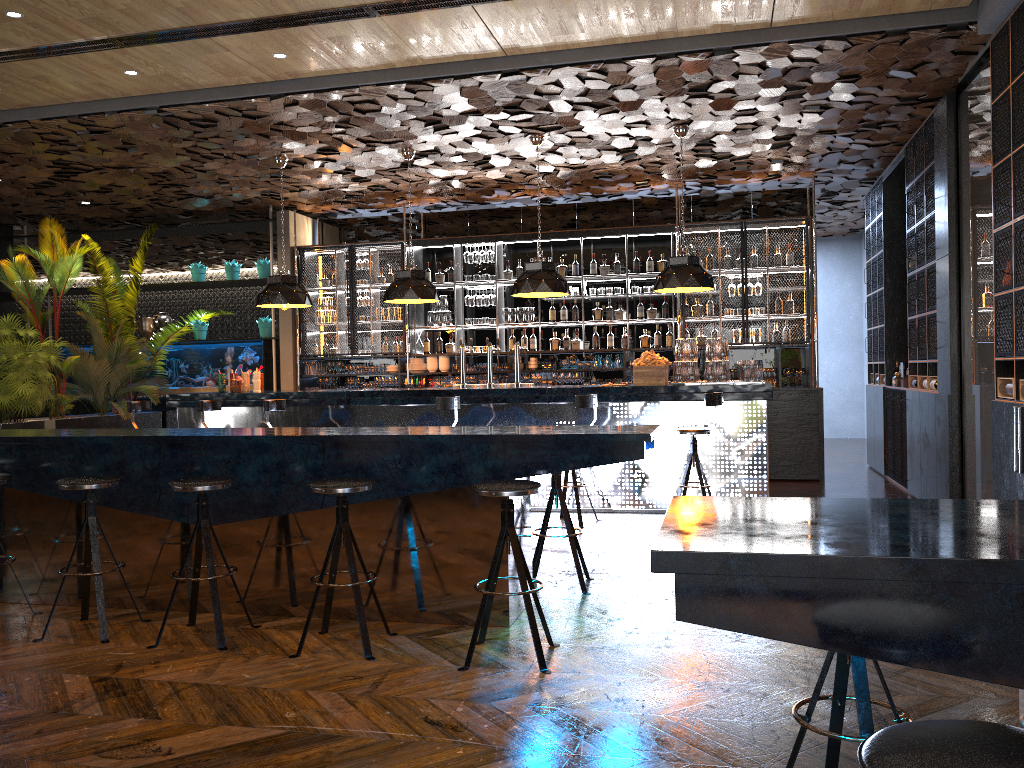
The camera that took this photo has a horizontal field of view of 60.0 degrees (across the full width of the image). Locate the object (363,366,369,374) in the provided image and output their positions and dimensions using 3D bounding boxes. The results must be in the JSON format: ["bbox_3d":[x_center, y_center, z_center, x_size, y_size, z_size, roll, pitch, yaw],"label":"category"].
[{"bbox_3d":[-1.954,-0.189,11.860,0.078,0.103,0.078,-2,1,-34],"label":"object"}]

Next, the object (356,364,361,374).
[{"bbox_3d":[-2.059,-0.201,11.884,0.074,0.131,0.074,-1,1,26],"label":"object"}]

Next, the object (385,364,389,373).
[{"bbox_3d":[-1.713,-0.211,12.072,0.074,0.131,0.074,-1,1,26],"label":"object"}]

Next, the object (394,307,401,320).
[{"bbox_3d":[-1.539,-0.941,11.924,0.092,0.182,0.092,-1,1,9],"label":"object"}]

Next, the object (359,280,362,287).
[{"bbox_3d":[-2.068,-1.379,12.186,0.077,0.080,0.077,-2,1,-21],"label":"object"}]

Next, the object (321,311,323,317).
[{"bbox_3d":[-2.661,-0.923,12.346,0.092,0.182,0.092,-1,1,9],"label":"object"}]

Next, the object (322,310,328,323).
[{"bbox_3d":[-2.575,-0.923,12.220,0.092,0.182,0.092,-1,1,9],"label":"object"}]

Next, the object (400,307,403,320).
[{"bbox_3d":[-1.507,-0.943,12.014,0.092,0.182,0.092,-1,1,9],"label":"object"}]

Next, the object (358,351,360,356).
[{"bbox_3d":[-2.127,-0.417,12.226,0.077,0.080,0.077,-2,1,-37],"label":"object"}]

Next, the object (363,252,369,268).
[{"bbox_3d":[-1.976,-1.675,11.987,0.081,0.213,0.081,-1,1,19],"label":"object"}]

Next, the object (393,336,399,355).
[{"bbox_3d":[-1.578,-0.517,12.023,0.075,0.260,0.075,-2,1,-28],"label":"object"}]

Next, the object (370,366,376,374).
[{"bbox_3d":[-1.859,-0.188,11.830,0.078,0.099,0.078,-1,1,-19],"label":"object"}]

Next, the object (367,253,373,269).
[{"bbox_3d":[-1.942,-1.678,12.127,0.081,0.213,0.081,-1,1,19],"label":"object"}]

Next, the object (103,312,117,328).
[{"bbox_3d":[-5.811,-0.829,13.093,0.458,0.472,0.250,-1,1,40],"label":"object"}]

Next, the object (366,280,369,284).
[{"bbox_3d":[-1.960,-1.381,12.169,0.077,0.080,0.077,-2,1,-41],"label":"object"}]

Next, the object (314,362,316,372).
[{"bbox_3d":[-2.713,-0.214,12.147,0.067,0.174,0.067,-1,1,39],"label":"object"}]

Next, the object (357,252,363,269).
[{"bbox_3d":[-2.064,-1.674,12.008,0.081,0.213,0.081,-1,1,19],"label":"object"}]

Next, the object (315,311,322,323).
[{"bbox_3d":[-2.676,-0.921,12.244,0.092,0.182,0.092,-1,1,9],"label":"object"}]

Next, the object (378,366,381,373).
[{"bbox_3d":[-1.823,-0.193,12.097,0.078,0.099,0.078,-1,1,-19],"label":"object"}]

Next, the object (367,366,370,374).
[{"bbox_3d":[-1.957,-0.190,11.948,0.078,0.103,0.078,-2,1,-34],"label":"object"}]

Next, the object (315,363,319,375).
[{"bbox_3d":[-2.648,-0.203,12.034,0.051,0.152,0.058,-1,1,19],"label":"object"}]

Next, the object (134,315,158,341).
[{"bbox_3d":[-5.344,-0.804,12.982,0.378,0.398,0.232,0,1,44],"label":"object"}]

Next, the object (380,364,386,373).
[{"bbox_3d":[-1.726,-0.208,11.893,0.074,0.131,0.074,-1,1,26],"label":"object"}]

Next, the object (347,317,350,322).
[{"bbox_3d":[-2.225,-0.879,12.148,0.077,0.080,0.077,-1,1,25],"label":"object"}]

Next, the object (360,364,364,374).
[{"bbox_3d":[-2.036,-0.203,11.968,0.074,0.131,0.074,-1,1,26],"label":"object"}]

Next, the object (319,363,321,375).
[{"bbox_3d":[-2.630,-0.204,12.090,0.058,0.152,0.051,-1,1,18],"label":"object"}]

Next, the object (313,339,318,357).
[{"bbox_3d":[-2.722,-0.495,12.277,0.075,0.261,0.075,-2,1,-28],"label":"object"}]

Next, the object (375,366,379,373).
[{"bbox_3d":[-1.847,-0.191,12.016,0.078,0.099,0.078,-1,1,-19],"label":"object"}]

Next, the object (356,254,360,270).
[{"bbox_3d":[-2.114,-1.675,12.169,0.081,0.213,0.081,-1,1,19],"label":"object"}]

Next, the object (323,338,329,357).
[{"bbox_3d":[-2.566,-0.498,12.211,0.075,0.260,0.075,-2,1,-43],"label":"object"}]

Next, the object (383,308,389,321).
[{"bbox_3d":[-1.716,-0.940,12.068,0.092,0.182,0.092,-1,1,9],"label":"object"}]

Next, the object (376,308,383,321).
[{"bbox_3d":[-1.794,-0.937,11.983,0.092,0.182,0.092,-1,1,9],"label":"object"}]

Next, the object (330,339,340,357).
[{"bbox_3d":[-2.430,-0.492,12.189,0.108,0.244,0.108,-1,1,27],"label":"object"}]

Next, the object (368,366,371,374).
[{"bbox_3d":[-1.937,-0.191,12.037,0.078,0.103,0.078,-2,1,-34],"label":"object"}]

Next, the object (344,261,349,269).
[{"bbox_3d":[-2.241,-1.671,12.051,0.081,0.213,0.081,-1,1,19],"label":"object"}]

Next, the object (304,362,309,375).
[{"bbox_3d":[-2.804,-0.211,12.079,0.067,0.174,0.067,-1,1,22],"label":"object"}]

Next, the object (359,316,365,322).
[{"bbox_3d":[-2.028,-0.881,12.006,0.077,0.080,0.077,-1,1,9],"label":"object"}]

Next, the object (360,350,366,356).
[{"bbox_3d":[-2.033,-0.418,12.127,0.077,0.080,0.077,-2,1,-21],"label":"object"}]

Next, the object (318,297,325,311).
[{"bbox_3d":[-2.631,-1.104,12.229,0.092,0.182,0.092,-1,1,9],"label":"object"}]

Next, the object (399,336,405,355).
[{"bbox_3d":[-1.482,-0.518,11.978,0.075,0.260,0.075,-2,1,-28],"label":"object"}]

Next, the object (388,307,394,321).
[{"bbox_3d":[-1.626,-0.940,11.967,0.092,0.182,0.092,-1,1,9],"label":"object"}]

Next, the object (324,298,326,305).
[{"bbox_3d":[-2.613,-1.106,12.325,0.092,0.182,0.092,-1,1,9],"label":"object"}]

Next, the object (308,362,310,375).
[{"bbox_3d":[-2.784,-0.213,12.151,0.067,0.174,0.067,-2,1,-36],"label":"object"}]

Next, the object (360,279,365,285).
[{"bbox_3d":[-2.024,-1.378,12.020,0.077,0.080,0.077,-2,1,-41],"label":"object"}]

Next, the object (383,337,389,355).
[{"bbox_3d":[-1.716,-0.513,12.034,0.075,0.261,0.075,-2,1,-28],"label":"object"}]

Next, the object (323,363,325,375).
[{"bbox_3d":[-2.595,-0.206,12.205,0.051,0.152,0.058,-1,1,40],"label":"object"}]

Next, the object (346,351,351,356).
[{"bbox_3d":[-2.227,-0.413,12.098,0.077,0.080,0.077,-2,1,-37],"label":"object"}]

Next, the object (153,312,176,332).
[{"bbox_3d":[-5.021,-0.888,12.808,0.290,0.292,0.278,-2,1,-39],"label":"object"}]

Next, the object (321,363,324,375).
[{"bbox_3d":[-2.611,-0.205,12.148,0.058,0.152,0.051,-2,1,-25],"label":"object"}]

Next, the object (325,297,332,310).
[{"bbox_3d":[-2.530,-1.106,12.213,0.092,0.182,0.092,-1,1,9],"label":"object"}]

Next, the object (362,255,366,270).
[{"bbox_3d":[-2.030,-1.676,12.148,0.081,0.213,0.081,-1,1,19],"label":"object"}]

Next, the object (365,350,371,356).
[{"bbox_3d":[-1.957,-0.418,12.052,0.077,0.080,0.077,-1,1,2],"label":"object"}]

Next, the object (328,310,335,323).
[{"bbox_3d":[-2.479,-0.925,12.186,0.092,0.182,0.092,-1,1,9],"label":"object"}]

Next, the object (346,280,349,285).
[{"bbox_3d":[-2.233,-1.375,12.136,0.077,0.080,0.077,-1,1,4],"label":"object"}]

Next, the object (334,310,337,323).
[{"bbox_3d":[-2.468,-0.926,12.283,0.092,0.182,0.092,-1,1,9],"label":"object"}]

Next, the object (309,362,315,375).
[{"bbox_3d":[-2.724,-0.213,12.071,0.067,0.174,0.067,-2,1,-37],"label":"object"}]

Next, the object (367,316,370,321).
[{"bbox_3d":[-1.951,-0.885,12.149,0.077,0.080,0.077,-1,1,9],"label":"object"}]

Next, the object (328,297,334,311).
[{"bbox_3d":[-2.515,-1.108,12.291,0.092,0.182,0.092,-1,1,9],"label":"object"}]
